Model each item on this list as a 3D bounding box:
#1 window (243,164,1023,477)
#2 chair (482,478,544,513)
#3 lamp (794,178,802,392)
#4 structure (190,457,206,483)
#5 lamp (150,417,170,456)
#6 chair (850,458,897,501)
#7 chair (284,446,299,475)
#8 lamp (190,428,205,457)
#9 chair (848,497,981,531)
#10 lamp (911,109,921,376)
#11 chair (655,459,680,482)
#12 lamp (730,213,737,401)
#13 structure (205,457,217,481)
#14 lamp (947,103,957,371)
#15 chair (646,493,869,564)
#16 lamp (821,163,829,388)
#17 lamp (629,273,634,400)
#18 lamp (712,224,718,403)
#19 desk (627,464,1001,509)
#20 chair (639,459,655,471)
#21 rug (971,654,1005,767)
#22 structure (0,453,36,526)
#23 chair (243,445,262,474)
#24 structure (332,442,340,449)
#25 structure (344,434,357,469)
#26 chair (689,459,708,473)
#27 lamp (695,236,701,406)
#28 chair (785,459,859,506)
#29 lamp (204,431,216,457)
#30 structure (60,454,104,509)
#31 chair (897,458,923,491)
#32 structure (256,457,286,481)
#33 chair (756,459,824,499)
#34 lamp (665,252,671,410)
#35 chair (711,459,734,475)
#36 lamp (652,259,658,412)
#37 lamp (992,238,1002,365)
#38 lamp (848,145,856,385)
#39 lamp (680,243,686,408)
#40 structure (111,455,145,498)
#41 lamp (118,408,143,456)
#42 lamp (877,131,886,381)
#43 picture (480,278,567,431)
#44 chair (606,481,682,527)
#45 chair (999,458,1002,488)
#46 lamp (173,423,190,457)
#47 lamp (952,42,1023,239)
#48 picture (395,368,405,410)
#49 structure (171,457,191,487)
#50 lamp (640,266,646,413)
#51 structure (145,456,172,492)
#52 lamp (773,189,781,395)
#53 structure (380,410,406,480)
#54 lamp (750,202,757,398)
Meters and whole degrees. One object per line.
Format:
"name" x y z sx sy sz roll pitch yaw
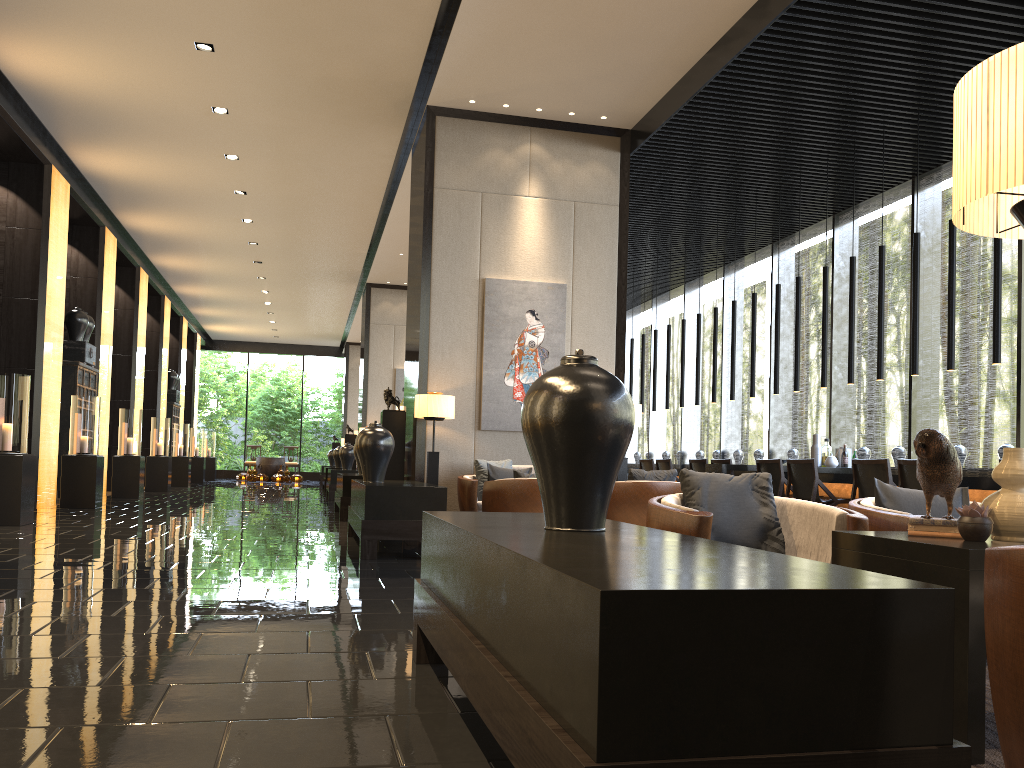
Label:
"window" -2.432 -0.250 13.600 12.059 4.217 31.968 3 -5 -13
"chair" 0.187 1.005 6.651 0.804 0.603 0.607 3 -4 -13
"lamp" 3.142 -1.120 9.706 0.060 2.415 0.060 2 -2 -18
"structure" -8.037 2.188 22.528 0.402 0.656 0.403 2 -3 -13
"lamp" -6.691 1.004 16.836 0.337 0.728 0.337 2 -2 -11
"chair" 3.029 1.015 7.084 0.563 0.825 0.527 2 -3 -13
"chair" -6.914 2.484 27.644 0.520 1.074 0.537 2 -3 -13
"lamp" -8.020 1.490 22.555 0.337 0.728 0.337 2 -2 -11
"chair" 1.703 0.762 3.525 0.804 0.603 0.607 3 -4 -13
"lamp" 3.579 -1.279 7.827 0.060 2.415 0.060 2 -2 -18
"chair" 2.082 1.361 11.164 0.563 0.825 0.527 2 -3 -13
"lamp" 2.803 -0.996 11.165 0.060 2.415 0.060 2 -2 -18
"structure" -8.702 2.431 25.387 0.402 0.656 0.403 2 -3 -13
"lamp" 3.680 -1.316 7.393 0.060 2.415 0.060 2 -2 -18
"chair" 0.870 0.721 3.333 0.804 0.603 0.607 3 -4 -13
"lamp" 3.261 -1.163 9.197 0.060 2.415 0.060 2 -2 -18
"lamp" 1.990 -0.699 14.665 0.060 2.415 0.060 2 -2 -18
"lamp" 2.687 -0.954 11.665 0.060 2.415 0.060 2 -2 -18
"desk" 1.801 1.644 14.008 1.781 0.758 28.808 3 -5 -13
"chair" 1.952 1.409 11.723 0.563 0.825 0.527 2 -3 -13
"rug" 1.565 0.970 2.594 2.042 0.008 2.247 3 -5 -13
"structure" -4.716 0.974 8.230 0.402 0.656 0.403 2 -3 -13
"chair" -8.013 2.429 27.389 0.520 1.074 0.537 2 -3 -13
"structure" -5.298 2.363 26.566 0.240 1.215 0.240 2 -2 -13
"structure" -3.265 1.621 17.818 0.240 1.215 0.240 2 -2 -13
"chair" 2.311 1.277 10.177 0.563 0.825 0.527 2 -3 -13
"lamp" 2.571 -0.911 12.165 0.060 2.415 0.060 2 -2 -18
"chair" 2.800 1.099 8.070 0.563 0.825 0.527 2 -3 -13
"lamp" -8.684 1.732 25.415 0.337 0.728 0.337 3 -3 -26
"structure" -5.380 1.217 11.089 0.402 0.656 0.403 2 -3 -13
"chair" 3.160 0.967 6.524 0.563 0.825 0.527 2 -3 -13
"structure" -7.323 2.579 26.844 0.874 0.708 0.876 3 -4 -25
"chair" 2.670 1.146 8.630 0.563 0.825 0.527 2 -3 -13
"lamp" 2.337 -0.826 13.171 0.060 2.415 0.060 2 -2 -18
"chair" 2.441 1.230 9.617 0.563 0.825 0.527 2 -3 -13
"lamp" 2.221 -0.783 13.671 0.060 2.415 0.060 2 -2 -18
"lamp" 3.793 -1.358 6.904 0.060 2.415 0.060 2 -2 -8
"lamp" 3.366 -1.202 8.744 0.060 2.415 0.060 2 -2 -18
"lamp" 2.456 -0.869 12.659 0.060 2.415 0.060 2 -2 -18
"structure" -6.044 1.460 13.949 0.402 0.656 0.403 2 -3 -13
"lamp" -6.027 0.762 13.976 0.337 0.728 0.337 2 -2 -11
"lamp" 3.469 -1.239 8.299 0.060 2.415 0.060 2 -2 -18
"picture" 0.121 -0.278 8.813 0.835 1.499 0.037 2 -2 -13
"chair" 1.020 1.046 6.844 0.804 0.603 0.607 3 -4 -13
"chair" 3.389 0.884 5.537 0.563 0.825 0.527 2 -3 -13
"lamp" -7.355 1.247 19.695 0.337 0.728 0.337 2 -2 -11
"lamp" 0.873 0.165 1.347 0.375 1.348 0.376 0 -3 35
"picture" -1.902 0.462 17.521 0.835 1.499 0.037 2 -2 -13
"structure" -7.373 1.945 19.668 0.402 0.656 0.403 2 -3 -13
"lamp" 2.105 -0.741 14.171 0.060 2.415 0.060 2 -2 -18
"structure" -6.709 1.703 16.809 0.402 0.656 0.403 2 -3 -13
"lamp" 3.045 -1.084 10.126 0.060 2.415 0.060 2 -2 -18
"structure" -1.238 0.880 9.093 0.240 1.215 0.240 2 -2 -13
"lamp" 2.920 -1.039 10.662 0.060 2.415 0.060 2 -2 -18
